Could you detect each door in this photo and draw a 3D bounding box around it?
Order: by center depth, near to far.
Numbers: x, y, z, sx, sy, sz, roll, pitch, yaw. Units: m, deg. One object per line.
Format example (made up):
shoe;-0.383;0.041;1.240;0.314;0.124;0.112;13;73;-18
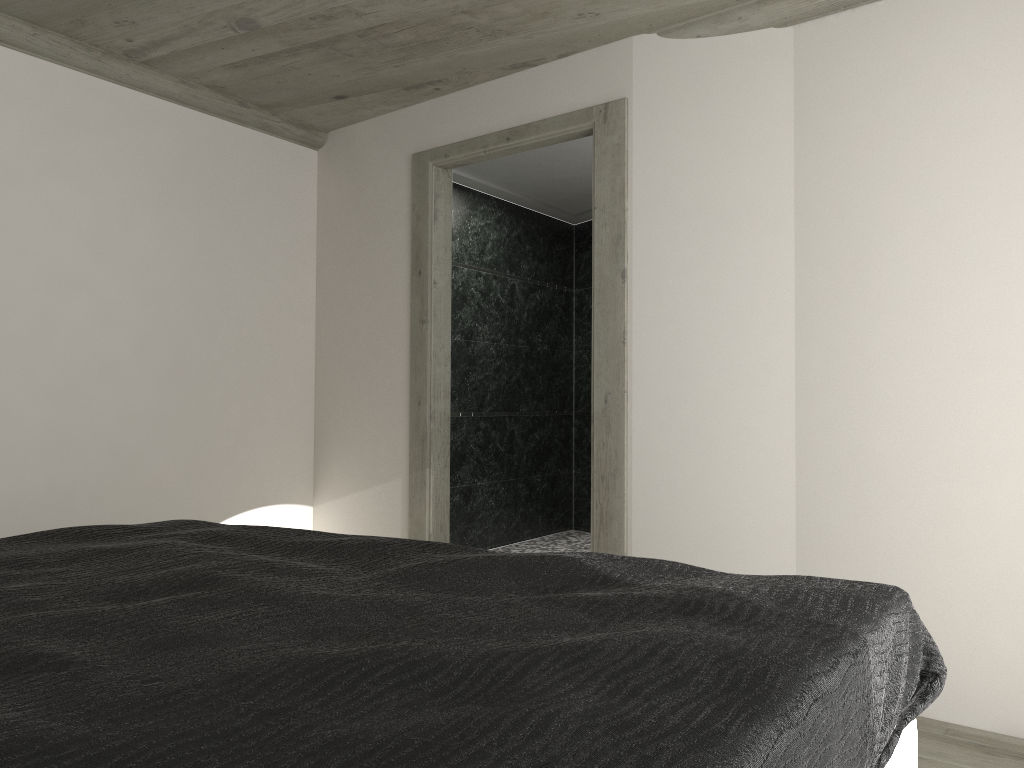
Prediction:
door;0.348;-0.006;4.734;1.389;2.515;1.127;-1;-2;41

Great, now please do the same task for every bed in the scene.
bed;-0.897;0.343;1.049;2.328;1.623;3.239;-1;-2;32
